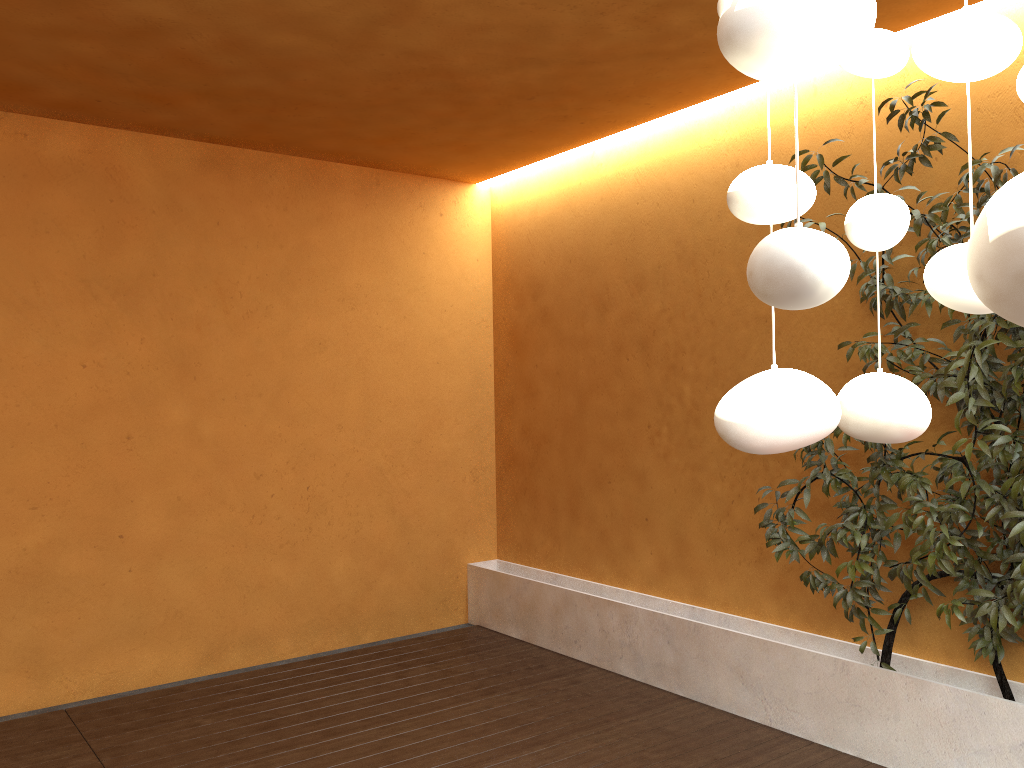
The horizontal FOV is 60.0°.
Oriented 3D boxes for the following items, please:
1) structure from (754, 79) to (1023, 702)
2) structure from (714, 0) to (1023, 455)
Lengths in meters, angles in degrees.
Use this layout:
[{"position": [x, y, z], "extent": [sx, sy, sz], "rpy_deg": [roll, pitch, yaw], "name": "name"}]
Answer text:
[{"position": [2.062, 0.018, 2.739], "extent": [0.622, 2.483, 3.166], "rpy_deg": [0, -1, -38], "name": "structure"}, {"position": [0.470, -0.702, 0.751], "extent": [1.002, 1.529, 1.002], "rpy_deg": [-1, -1, 12], "name": "structure"}]
